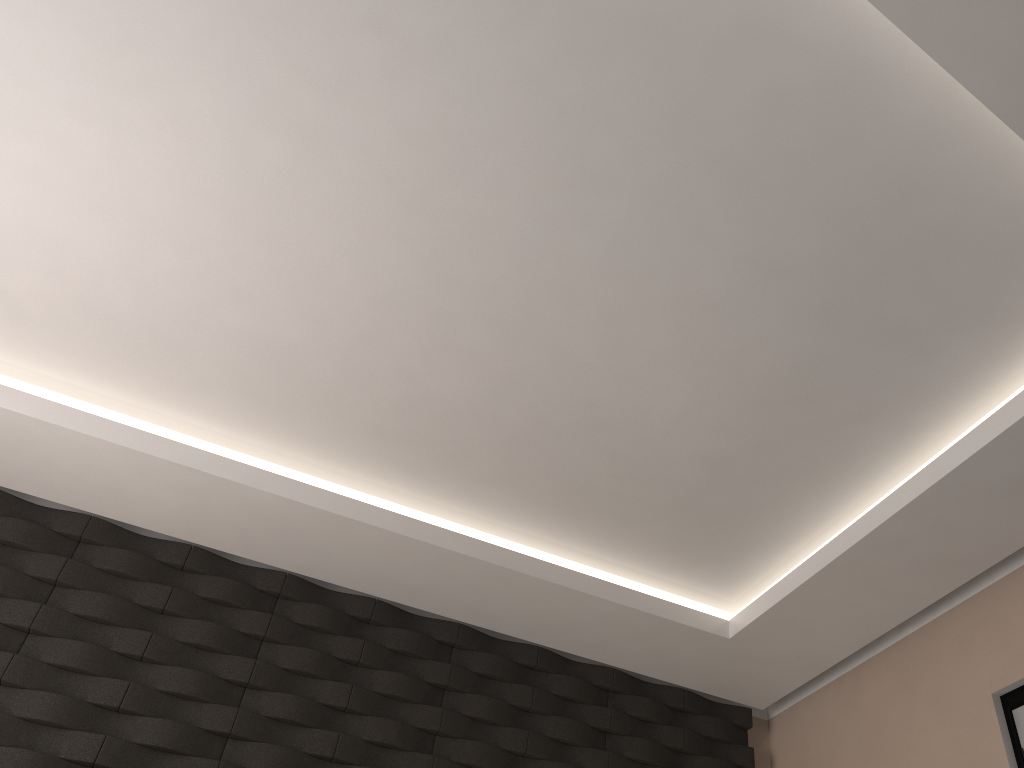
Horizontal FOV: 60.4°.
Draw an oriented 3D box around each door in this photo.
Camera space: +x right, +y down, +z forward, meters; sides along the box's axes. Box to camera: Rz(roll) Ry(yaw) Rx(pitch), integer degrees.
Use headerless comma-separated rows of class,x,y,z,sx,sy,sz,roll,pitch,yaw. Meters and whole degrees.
door,1.946,1.674,2.333,0.157,2.119,0.965,21,-44,-11
